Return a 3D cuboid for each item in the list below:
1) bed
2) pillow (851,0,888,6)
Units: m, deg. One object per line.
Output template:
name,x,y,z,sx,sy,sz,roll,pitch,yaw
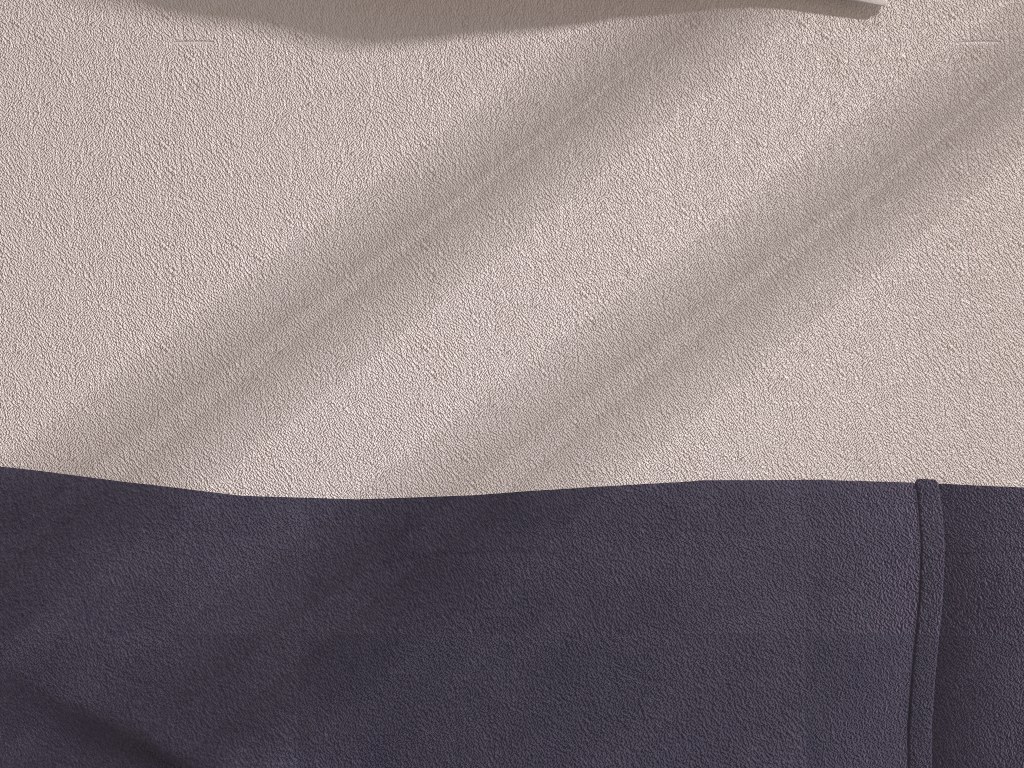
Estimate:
bed,0.048,-0.004,0.991,2.017,0.959,2.462,0,90,0
pillow,-0.023,-0.651,0.813,0.869,0.264,0.431,8,90,0
